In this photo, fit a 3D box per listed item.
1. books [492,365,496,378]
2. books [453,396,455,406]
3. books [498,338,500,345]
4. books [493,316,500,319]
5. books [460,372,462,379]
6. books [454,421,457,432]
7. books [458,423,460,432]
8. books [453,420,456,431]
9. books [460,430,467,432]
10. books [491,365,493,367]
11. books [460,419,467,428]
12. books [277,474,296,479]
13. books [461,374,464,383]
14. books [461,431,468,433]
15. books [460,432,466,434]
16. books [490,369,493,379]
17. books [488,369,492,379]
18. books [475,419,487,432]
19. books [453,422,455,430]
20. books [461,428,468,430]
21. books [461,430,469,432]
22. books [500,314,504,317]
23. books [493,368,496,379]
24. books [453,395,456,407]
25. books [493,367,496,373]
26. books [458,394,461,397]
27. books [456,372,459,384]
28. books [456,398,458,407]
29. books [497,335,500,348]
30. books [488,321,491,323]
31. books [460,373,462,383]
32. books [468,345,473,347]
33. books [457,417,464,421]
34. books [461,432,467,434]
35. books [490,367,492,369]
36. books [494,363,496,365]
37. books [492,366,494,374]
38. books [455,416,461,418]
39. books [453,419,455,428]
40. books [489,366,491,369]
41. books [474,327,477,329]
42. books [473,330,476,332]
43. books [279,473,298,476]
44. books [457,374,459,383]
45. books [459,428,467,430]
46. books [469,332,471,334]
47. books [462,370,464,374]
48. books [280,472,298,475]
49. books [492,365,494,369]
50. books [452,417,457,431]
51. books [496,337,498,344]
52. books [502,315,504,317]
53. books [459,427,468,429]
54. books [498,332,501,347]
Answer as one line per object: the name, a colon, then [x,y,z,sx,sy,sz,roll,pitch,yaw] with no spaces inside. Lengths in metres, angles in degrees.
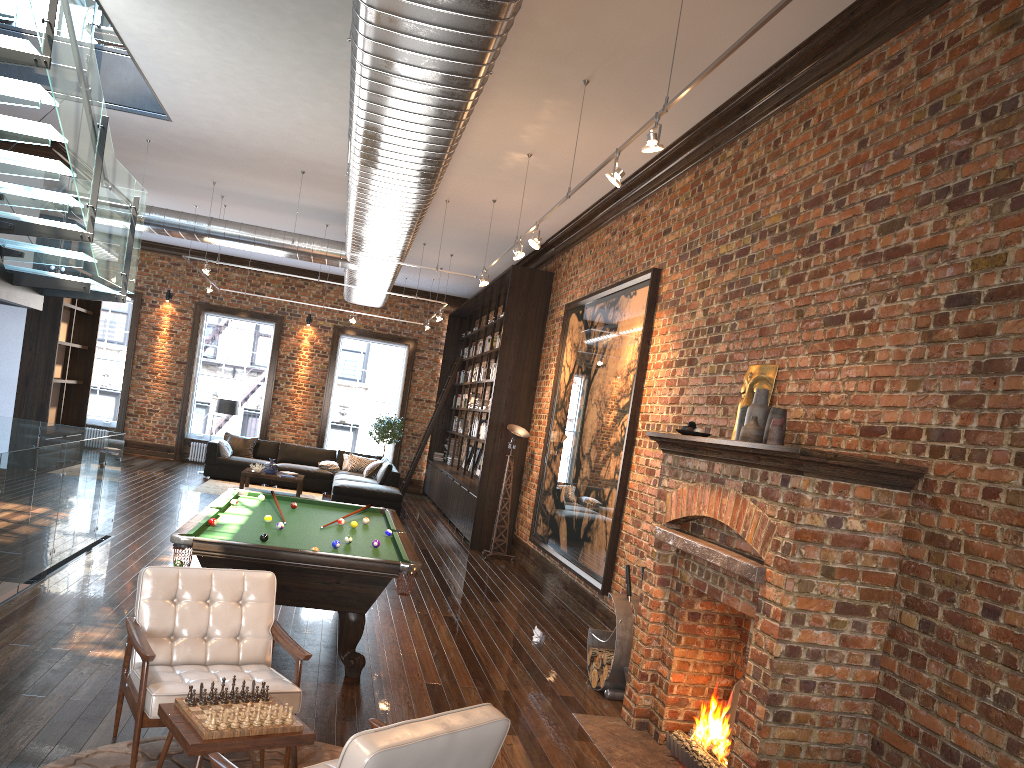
books: [-0.249,-0.173,15.103,0.166,0.269,0.011,9,2,-11]
books: [-1.205,0.405,19.613,0.187,0.261,0.014,9,2,-11]
books: [-0.136,-0.649,14.791,0.188,0.201,0.020,9,2,-11]
books: [-0.197,-1.154,15.569,0.205,0.017,0.358,9,-3,-14]
books: [-1.034,-0.115,19.117,0.179,0.287,0.024,9,2,-11]
books: [-1.104,0.903,18.728,0.213,0.233,0.019,9,2,-11]
books: [-1.048,0.906,18.590,0.164,0.232,0.026,9,2,-11]
books: [-1.149,0.905,19.033,0.188,0.245,0.026,9,2,-11]
books: [-0.946,0.961,18.007,0.161,0.006,0.290,9,-3,-15]
books: [-0.307,-0.174,15.354,0.179,0.275,0.098,9,2,-11]
books: [-1.024,0.881,18.533,0.129,0.283,0.030,8,2,-11]
books: [-3.852,1.577,15.135,0.263,0.024,0.204,10,-3,-34]
books: [-0.973,-0.091,18.806,0.191,0.230,0.034,9,2,-11]
books: [-0.947,0.977,18.012,0.160,0.005,0.325,9,-3,-14]
books: [-0.947,1.005,18.014,0.160,0.005,0.324,9,-3,-13]
books: [-0.273,-0.144,15.152,0.181,0.208,0.030,9,2,-11]
books: [-0.302,-0.143,15.278,0.224,0.209,0.064,9,2,-11]
books: [-0.562,0.806,16.049,0.183,0.337,0.015,9,2,-11]
books: [-1.159,0.933,19.064,0.190,0.188,0.035,9,2,-11]
books: [-0.997,0.926,18.352,0.161,0.007,0.288,9,-3,-10]
books: [-0.934,0.957,18.009,0.161,0.006,0.287,9,-3,-11]
books: [-0.070,-1.129,14.868,0.217,0.020,0.233,9,-3,-14]
books: [-0.224,-0.149,14.889,0.181,0.210,0.024,9,2,-11]
books: [-1.178,0.398,19.507,0.189,0.273,0.013,9,2,-11]
books: [-0.239,-0.161,15.033,0.160,0.242,0.031,9,2,-11]
books: [-1.095,0.381,19.166,0.179,0.299,0.015,9,2,-11]
books: [-1.137,-0.114,19.585,0.176,0.296,0.017,9,2,-11]
books: [-1.110,0.422,19.141,0.187,0.212,0.034,9,2,-11]
books: [-0.153,-0.675,14.903,0.185,0.259,0.031,9,2,-11]
books: [-0.329,-1.115,16.288,0.204,0.011,0.307,9,-3,-11]
books: [-1.011,-0.096,19.044,0.192,0.250,0.013,9,2,-11]
books: [-0.867,-0.646,18.717,0.168,0.339,0.016,8,2,-11]
books: [-1.104,0.873,18.850,0.166,0.304,0.013,9,2,-11]
books: [-0.944,1.000,18.014,0.161,0.006,0.288,9,-3,-12]
books: [-0.306,-0.159,15.308,0.186,0.244,0.079,9,2,-11]
books: [-0.248,-0.192,15.116,0.152,0.308,0.016,8,2,-11]
books: [-0.247,-0.179,15.132,0.173,0.284,0.013,9,2,-11]
books: [-1.214,0.879,19.501,0.158,0.319,0.012,8,2,-11]
books: [-1.171,0.898,19.197,0.187,0.267,0.035,9,2,-11]
books: [-0.324,-0.167,15.400,0.191,0.260,0.093,9,2,-11]
books: [-0.669,-1.123,18.080,0.192,0.007,0.363,9,-3,-9]
books: [-0.686,-1.069,18.080,0.206,0.024,0.248,9,-3,-7]
books: [-3.900,1.585,15.478,0.204,0.024,0.263,8,-3,23]
books: [-1.103,-0.112,19.504,0.176,0.296,0.017,9,2,-11]
books: [-1.007,0.931,18.350,0.160,0.007,0.325,9,-3,-15]
books: [-0.774,-1.047,18.464,0.230,0.034,0.272,9,-3,-7]
books: [-0.973,-0.126,18.865,0.189,0.304,0.014,9,2,-11]
books: [-3.893,1.559,15.471,0.204,0.028,0.263,8,-3,21]
books: [-0.272,-0.179,15.229,0.160,0.286,0.014,9,2,-11]
books: [-1.187,0.883,19.294,0.184,0.301,0.015,9,2,-11]
books: [-0.182,-0.663,15.112,0.173,0.245,0.011,9,2,-11]
books: [-0.069,-1.114,14.869,0.206,0.009,0.333,9,-3,-8]
books: [-0.992,0.913,18.352,0.160,0.007,0.323,9,-3,-11]
books: [-0.123,-0.698,14.753,0.183,0.300,0.017,9,2,-11]
